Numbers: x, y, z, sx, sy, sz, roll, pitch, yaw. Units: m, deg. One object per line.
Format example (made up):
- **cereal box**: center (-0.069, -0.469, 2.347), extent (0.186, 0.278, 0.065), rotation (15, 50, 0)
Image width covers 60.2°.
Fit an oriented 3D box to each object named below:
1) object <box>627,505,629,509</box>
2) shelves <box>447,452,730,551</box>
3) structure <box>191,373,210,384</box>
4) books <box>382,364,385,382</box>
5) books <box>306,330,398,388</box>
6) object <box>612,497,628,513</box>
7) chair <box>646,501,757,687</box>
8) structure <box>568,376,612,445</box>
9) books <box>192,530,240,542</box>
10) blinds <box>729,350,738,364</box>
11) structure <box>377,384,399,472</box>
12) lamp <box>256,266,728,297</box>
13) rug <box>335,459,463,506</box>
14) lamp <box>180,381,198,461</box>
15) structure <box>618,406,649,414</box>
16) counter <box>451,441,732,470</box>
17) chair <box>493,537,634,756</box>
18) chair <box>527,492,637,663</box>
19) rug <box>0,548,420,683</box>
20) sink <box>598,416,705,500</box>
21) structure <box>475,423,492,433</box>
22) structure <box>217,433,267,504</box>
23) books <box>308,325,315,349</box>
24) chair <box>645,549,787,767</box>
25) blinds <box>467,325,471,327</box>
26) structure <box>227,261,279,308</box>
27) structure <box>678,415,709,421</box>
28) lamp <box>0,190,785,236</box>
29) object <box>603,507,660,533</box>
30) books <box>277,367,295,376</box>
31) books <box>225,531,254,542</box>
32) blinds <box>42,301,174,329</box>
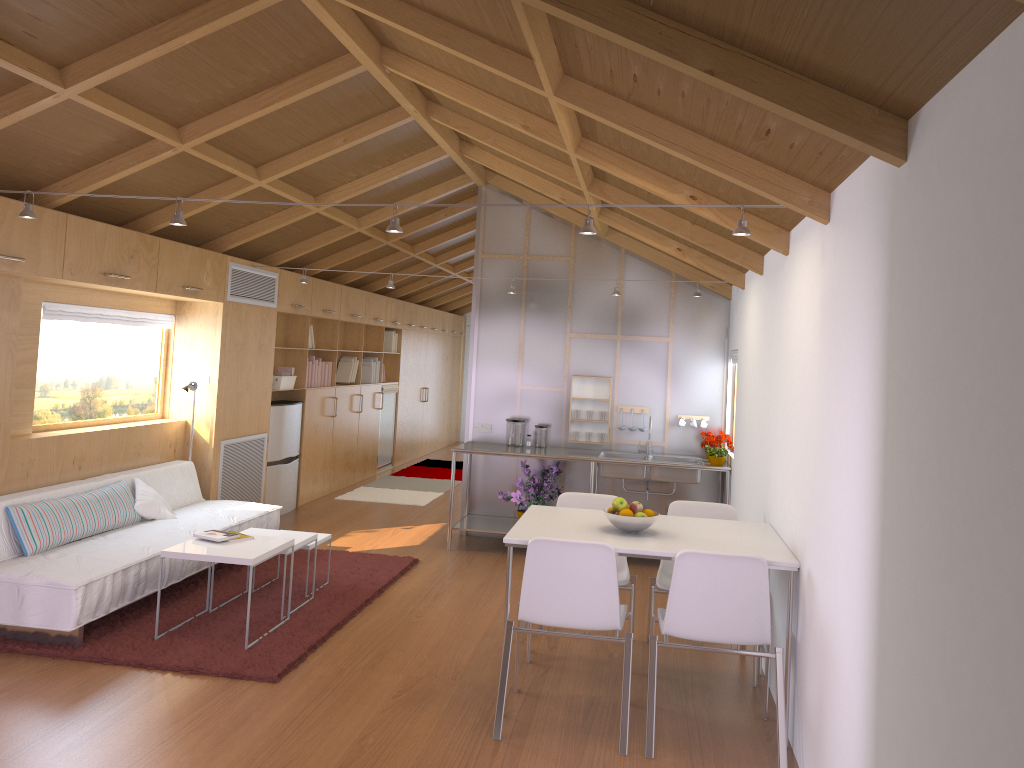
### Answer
- **object**: center (0.514, 0.581, 4.090), extent (0.067, 0.068, 0.067), rotation (3, -1, -15)
- **shelves**: center (0.599, 0.953, 6.942), extent (2.093, 0.755, 0.630), rotation (3, -1, 9)
- **structure**: center (-2.353, -0.043, 6.674), extent (0.142, 0.071, 0.011), rotation (3, -3, 9)
- **books**: center (-1.670, -0.169, 10.924), extent (0.176, 0.297, 0.279), rotation (3, -1, 9)
- **books**: center (-1.802, -0.329, 9.974), extent (0.189, 0.659, 3.102), rotation (3, 1, 9)
- **object**: center (0.487, 0.547, 3.998), extent (0.070, 0.069, 0.077), rotation (3, 0, 9)
- **chair**: center (0.971, 1.028, 4.528), extent (0.531, 0.788, 0.545), rotation (3, -1, 9)
- **structure**: center (0.641, 0.213, 7.261), extent (0.328, 0.547, 0.076), rotation (3, -3, 9)
- **books**: center (-1.579, 0.809, 4.720), extent (0.193, 0.016, 0.152), rotation (4, 2, 28)
- **blinds**: center (1.717, -0.207, 6.760), extent (0.047, 0.111, 0.723), rotation (3, 2, 9)
- **structure**: center (-1.688, 0.533, 11.111), extent (0.316, 1.082, 0.723), rotation (3, -1, 9)
- **lamp**: center (-0.200, -0.789, 6.856), extent (3.830, 0.153, 0.072), rotation (3, -2, 9)
- **rug**: center (-1.039, 1.137, 10.602), extent (0.917, 0.011, 3.714), rotation (3, 2, 9)
- **lamp**: center (-2.374, 0.579, 6.507), extent (0.182, 1.201, 0.254), rotation (4, -3, -15)
- **structure**: center (0.992, 0.210, 7.238), extent (0.251, 0.051, 0.016), rotation (3, -2, 9)
- **counter**: center (0.619, 0.558, 6.961), extent (2.110, 0.021, 0.648), rotation (3, 2, 9)
- **chair**: center (0.245, 1.014, 3.724), extent (0.531, 0.788, 0.545), rotation (3, -1, 9)
- **chair**: center (0.384, 0.995, 4.620), extent (0.531, 0.788, 0.545), rotation (3, -1, 9)
- **rug**: center (-1.799, 1.253, 5.316), extent (1.886, 0.020, 2.475), rotation (3, 2, 9)
- **sink**: center (1.085, 0.577, 6.915), extent (0.810, 0.642, 0.562), rotation (3, -1, 9)
- **structure**: center (-0.241, 0.369, 7.423), extent (0.142, 0.071, 0.011), rotation (3, -3, 9)
- **structure**: center (-2.174, 0.785, 7.126), extent (0.013, 0.723, 0.817), rotation (3, 0, 9)
- **books**: center (-2.020, -0.490, 8.548), extent (0.176, 0.297, 0.279), rotation (3, -1, 9)
- **chair**: center (0.832, 1.048, 3.631), extent (0.531, 0.788, 0.545), rotation (3, -1, 9)
- **blinds**: center (0.587, 0.060, 15.128), extent (2.848, 2.044, 0.232), rotation (3, -3, 8)
- **structure**: center (-2.095, -0.795, 7.178), extent (0.013, 0.301, 0.901), rotation (3, 1, 9)
- **structure**: center (1.468, 0.274, 7.148), extent (0.251, 0.032, 0.041), rotation (3, 0, 9)
- **lamp**: center (-0.687, -0.720, 3.706), extent (3.830, 0.153, 0.072), rotation (3, -2, 9)
- **object**: center (0.540, 0.625, 4.011), extent (0.254, 0.091, 0.255), rotation (2, 2, -39)
- **books**: center (-2.093, -0.061, 8.133), extent (0.150, 0.193, 0.088), rotation (3, -2, 9)
- **books**: center (-1.518, 0.826, 4.780), extent (0.193, 0.016, 0.152), rotation (4, 2, 38)
- **blinds**: center (-2.693, -0.456, 5.994), extent (0.047, 0.111, 1.494), rotation (3, 2, 9)
